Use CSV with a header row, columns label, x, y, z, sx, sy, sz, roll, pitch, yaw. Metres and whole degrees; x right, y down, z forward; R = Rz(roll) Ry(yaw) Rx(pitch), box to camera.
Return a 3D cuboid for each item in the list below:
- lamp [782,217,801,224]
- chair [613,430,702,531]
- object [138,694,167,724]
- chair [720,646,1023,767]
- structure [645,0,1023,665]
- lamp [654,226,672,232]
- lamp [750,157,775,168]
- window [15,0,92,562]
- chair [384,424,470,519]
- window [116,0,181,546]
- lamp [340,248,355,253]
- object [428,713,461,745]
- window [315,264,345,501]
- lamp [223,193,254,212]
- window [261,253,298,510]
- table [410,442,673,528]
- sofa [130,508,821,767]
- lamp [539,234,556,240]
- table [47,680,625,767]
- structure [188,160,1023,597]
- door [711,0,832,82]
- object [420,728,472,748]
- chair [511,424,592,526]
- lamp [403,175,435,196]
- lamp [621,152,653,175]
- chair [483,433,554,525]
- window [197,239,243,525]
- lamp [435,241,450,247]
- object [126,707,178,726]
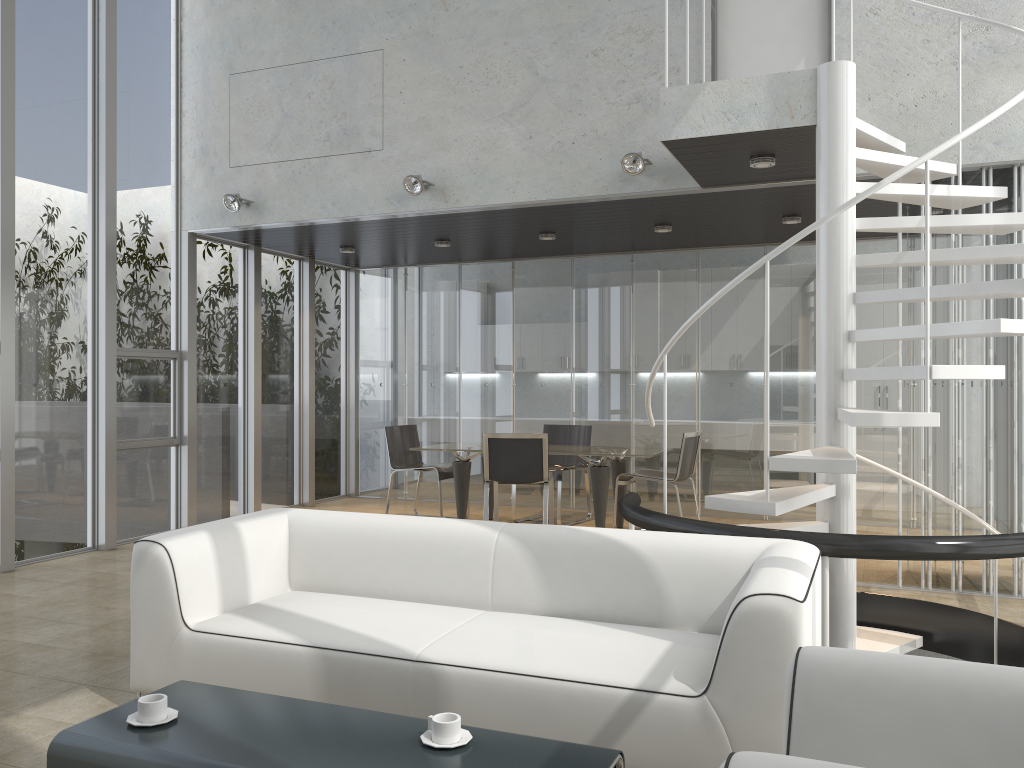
label,x,y,z,sx,sy,sz,roll,pitch,yaw
lamp,2.306,-1.350,7.311,0.149,0.038,0.149,0,0,37
chair,1.283,0.867,7.715,0.660,0.922,0.546,0,0,27
object,-0.993,0.895,2.452,0.075,0.057,0.090,0,0,-19
chair,0.814,0.920,1.627,0.720,0.635,0.829,0,0,27
structure,0.304,0.876,6.861,6.700,6.900,4.916,0,0,22
lamp,1.315,-1.349,7.717,0.149,0.038,0.149,0,0,37
lamp,1.530,-1.354,5.417,0.149,0.038,0.149,0,0,37
window,-3.498,-1.524,6.737,0.010,5.650,0.741,0,0,22
chair,-0.828,0.869,8.585,0.660,0.922,0.546,0,0,27
window,-3.138,-1.522,7.576,0.050,5.700,0.800,0,0,22
lamp,-1.659,-1.347,8.935,0.149,0.038,0.149,0,0,37
object,-0.173,0.894,2.309,0.075,0.057,0.090,0,0,-19
window,-2.113,-0.017,10.116,0.010,2.645,0.741,0,0,22
lamp,-2.340,-1.533,7.530,0.197,0.154,0.228,0,0,22
window,-2.460,-0.019,9.270,0.010,2.645,0.741,0,0,22
table,0.268,0.955,8.144,2.250,0.733,0.900,0,0,22
sofa,-0.167,0.922,3.518,2.601,0.638,0.971,0,0,22
lamp,0.324,-1.349,8.123,0.149,0.038,0.149,0,0,37
table,-0.466,1.123,2.308,1.420,0.390,0.532,0,0,22
structure,-2.065,-1.985,4.930,9.817,6.605,10.665,0,0,21
door,1.774,-2.725,6.058,0.800,2.100,0.100,0,0,22
object,-0.170,0.921,2.301,0.136,0.014,0.130,0,0,37
chair,0.396,0.869,8.588,0.546,0.922,0.660,0,0,32
lamp,-0.732,-1.534,6.886,0.197,0.154,0.254,0,0,22
lamp,0.870,-1.536,6.230,0.197,0.154,0.254,0,0,22
chair,0.064,0.867,7.603,0.546,0.922,0.660,0,0,7
window,-2.806,-0.021,8.425,0.010,2.645,0.741,0,0,22
lamp,-0.667,-1.348,8.529,0.149,0.038,0.149,0,0,37
object,-0.991,0.921,2.445,0.136,0.014,0.130,0,0,37
